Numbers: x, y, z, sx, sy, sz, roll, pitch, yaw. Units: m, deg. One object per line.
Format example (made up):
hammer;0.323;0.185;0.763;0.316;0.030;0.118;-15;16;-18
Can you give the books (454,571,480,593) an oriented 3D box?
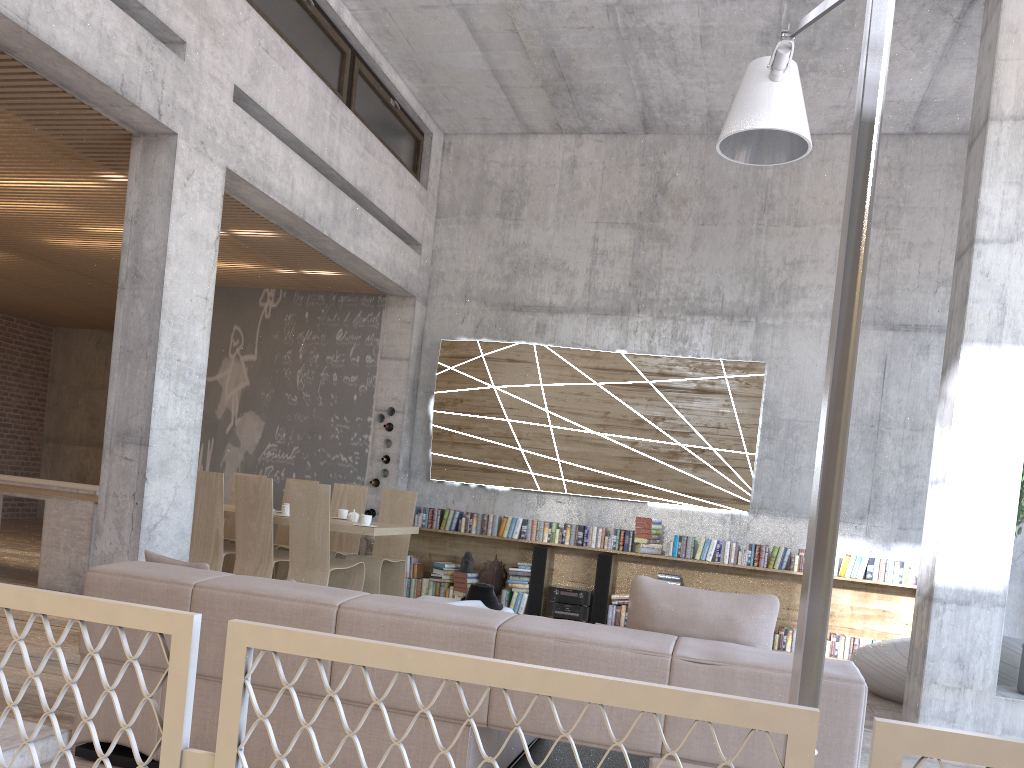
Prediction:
books;-0.479;2.111;9.345;0.188;0.210;0.248;4;-4;36

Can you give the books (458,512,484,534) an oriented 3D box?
books;-0.411;1.485;9.375;0.277;0.220;0.211;5;-3;13

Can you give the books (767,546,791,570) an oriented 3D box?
books;2.622;1.705;8.608;0.199;0.228;0.191;5;-2;15

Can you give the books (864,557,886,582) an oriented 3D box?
books;3.460;1.768;8.356;0.155;0.220;0.155;6;-1;15

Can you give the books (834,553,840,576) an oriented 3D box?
books;3.059;1.733;8.460;0.155;0.220;0.191;6;-2;15

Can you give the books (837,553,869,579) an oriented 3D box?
books;3.270;1.747;8.406;0.248;0.228;0.191;5;-2;15

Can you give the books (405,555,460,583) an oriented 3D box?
books;-0.922;2.012;9.519;0.713;0.262;0.303;4;-4;19

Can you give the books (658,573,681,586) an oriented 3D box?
books;1.597;2.009;8.870;0.238;0.160;0.191;5;-4;15

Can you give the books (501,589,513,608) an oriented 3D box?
books;-0.061;2.292;9.295;0.074;0.220;0.206;6;-2;15

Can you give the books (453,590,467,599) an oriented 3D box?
books;-0.506;2.286;9.358;0.263;0.150;0.247;9;-6;-29

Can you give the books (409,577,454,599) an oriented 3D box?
books;-0.842;2.230;9.503;0.492;0.237;0.244;5;-3;14

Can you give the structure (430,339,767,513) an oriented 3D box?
structure;0.796;0.399;9.084;3.400;1.535;0.360;5;1;14

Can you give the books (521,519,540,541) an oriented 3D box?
books;0.192;1.531;9.193;0.155;0.220;0.155;6;-1;15

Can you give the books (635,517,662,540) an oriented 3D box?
books;1.380;1.460;8.870;0.188;0.210;0.248;4;-4;36

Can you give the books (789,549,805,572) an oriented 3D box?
books;2.857;1.722;8.538;0.277;0.220;0.211;5;-3;13

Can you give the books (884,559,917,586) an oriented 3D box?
books;3.670;1.785;8.304;0.275;0.220;0.172;5;-2;16

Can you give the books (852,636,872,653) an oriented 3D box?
books;3.351;2.544;8.417;0.155;0.220;0.191;6;-2;15

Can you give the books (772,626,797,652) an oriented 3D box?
books;2.675;2.496;8.583;0.277;0.220;0.211;5;-3;13

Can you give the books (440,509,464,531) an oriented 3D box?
books;-0.647;1.468;9.445;0.199;0.228;0.191;5;-2;15

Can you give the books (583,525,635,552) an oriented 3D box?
books;0.996;1.590;9.010;0.488;0.220;0.216;5;-3;14

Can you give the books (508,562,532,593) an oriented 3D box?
books;0.101;2.039;9.267;0.250;0.323;0.220;5;-1;17

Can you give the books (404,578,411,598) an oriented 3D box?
books;-1.221;2.209;9.570;0.272;0.220;0.206;5;-3;15

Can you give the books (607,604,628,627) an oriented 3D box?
books;1.235;2.382;8.968;0.492;0.237;0.244;5;-3;14

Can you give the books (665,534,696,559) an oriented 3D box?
books;1.696;1.631;8.819;0.277;0.220;0.211;5;-3;13

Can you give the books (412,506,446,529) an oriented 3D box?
books;-0.993;1.443;9.520;0.488;0.220;0.216;5;-3;14

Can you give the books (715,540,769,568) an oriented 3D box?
books;2.276;1.680;8.683;0.488;0.220;0.216;5;-3;14

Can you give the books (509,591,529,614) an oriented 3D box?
books;0.085;2.301;9.242;0.199;0.228;0.191;5;-2;15

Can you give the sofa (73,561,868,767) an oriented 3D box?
sofa;0.043;1.443;4.638;2.987;0.783;3.042;4;-7;15

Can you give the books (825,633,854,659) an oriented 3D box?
books;3.148;2.534;8.495;0.277;0.220;0.211;5;-3;13

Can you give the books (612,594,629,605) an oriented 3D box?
books;1.145;2.201;8.974;0.233;0.139;0.193;5;-4;16

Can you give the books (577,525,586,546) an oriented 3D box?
books;0.722;1.574;9.101;0.055;0.220;0.191;6;-2;15

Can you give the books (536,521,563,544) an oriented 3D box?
books;0.401;1.548;9.142;0.275;0.220;0.172;5;-2;16

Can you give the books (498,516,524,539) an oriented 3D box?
books;0.001;1.510;9.244;0.248;0.228;0.191;5;-2;15

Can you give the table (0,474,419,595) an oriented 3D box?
table;-3.499;1.452;8.035;5.169;0.922;1.020;4;-4;14

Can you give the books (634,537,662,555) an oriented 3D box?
books;1.373;1.640;8.877;0.287;0.150;0.221;9;-5;-28

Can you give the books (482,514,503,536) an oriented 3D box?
books;-0.209;1.495;9.297;0.155;0.220;0.191;6;-2;15

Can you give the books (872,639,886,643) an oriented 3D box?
books;3.557;2.556;8.332;0.275;0.220;0.172;5;-2;16

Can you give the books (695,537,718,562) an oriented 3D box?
books;1.938;1.648;8.746;0.199;0.228;0.191;5;-2;15

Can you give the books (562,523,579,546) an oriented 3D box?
books;0.623;1.569;9.134;0.154;0.220;0.206;6;-3;15
